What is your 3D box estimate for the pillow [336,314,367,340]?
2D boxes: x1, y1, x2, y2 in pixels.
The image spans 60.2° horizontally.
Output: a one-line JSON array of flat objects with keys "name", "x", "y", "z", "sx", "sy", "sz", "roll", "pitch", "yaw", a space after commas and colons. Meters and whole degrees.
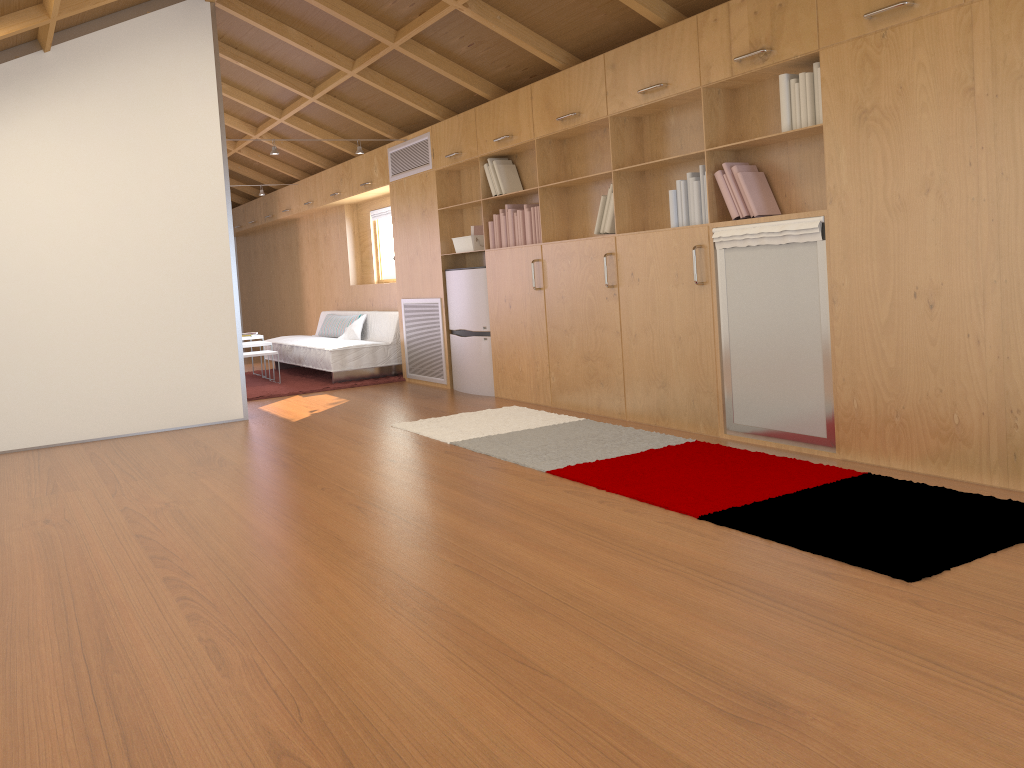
[{"name": "pillow", "x": -1.612, "y": -0.567, "z": 8.917, "sx": 0.345, "sy": 0.251, "sz": 0.269, "roll": -1, "pitch": 6, "yaw": 24}]

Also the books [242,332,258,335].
[{"name": "books", "x": -2.752, "y": -0.521, "z": 9.200, "sx": 0.193, "sy": 0.016, "sz": 0.153, "roll": -5, "pitch": 7, "yaw": -10}]

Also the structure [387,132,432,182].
[{"name": "structure", "x": -0.890, "y": -1.954, "z": 7.648, "sx": 0.013, "sy": 0.299, "sz": 0.905, "roll": -5, "pitch": 7, "yaw": -30}]

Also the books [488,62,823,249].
[{"name": "books", "x": 0.673, "y": -1.225, "z": 5.274, "sx": 0.189, "sy": 0.655, "sz": 3.115, "roll": -6, "pitch": 7, "yaw": -30}]

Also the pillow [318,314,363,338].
[{"name": "pillow", "x": -1.858, "y": -0.621, "z": 9.495, "sx": 0.172, "sy": 0.250, "sz": 1.044, "roll": -6, "pitch": 7, "yaw": -30}]

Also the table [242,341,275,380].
[{"name": "table", "x": -2.654, "y": -0.214, "z": 8.823, "sx": 0.426, "sy": 0.381, "sz": 0.459, "roll": -7, "pitch": 6, "yaw": -30}]

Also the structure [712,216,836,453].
[{"name": "structure", "x": 1.351, "y": -0.257, "z": 4.295, "sx": 0.317, "sy": 1.074, "sz": 0.726, "roll": -6, "pitch": 4, "yaw": -30}]

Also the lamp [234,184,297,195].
[{"name": "lamp", "x": -4.171, "y": -2.068, "z": 9.468, "sx": 3.843, "sy": 0.152, "sz": 0.072, "roll": -8, "pitch": 5, "yaw": -30}]

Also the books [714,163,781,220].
[{"name": "books", "x": 1.179, "y": -0.974, "z": 4.446, "sx": 0.176, "sy": 0.295, "sz": 0.280, "roll": -6, "pitch": 5, "yaw": -30}]

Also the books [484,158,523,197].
[{"name": "books", "x": -0.066, "y": -1.526, "z": 6.526, "sx": 0.176, "sy": 0.295, "sz": 0.280, "roll": -6, "pitch": 5, "yaw": -30}]

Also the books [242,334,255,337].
[{"name": "books", "x": -2.761, "y": -0.494, "z": 9.115, "sx": 0.193, "sy": 0.016, "sz": 0.153, "roll": -4, "pitch": 7, "yaw": 0}]

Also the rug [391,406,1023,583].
[{"name": "rug", "x": 0.559, "y": 0.354, "z": 4.269, "sx": 0.920, "sy": 0.011, "sz": 3.729, "roll": -8, "pitch": 8, "yaw": -29}]

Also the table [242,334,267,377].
[{"name": "table", "x": -2.888, "y": -0.276, "z": 9.220, "sx": 0.487, "sy": 0.436, "sz": 0.525, "roll": -7, "pitch": 6, "yaw": -30}]

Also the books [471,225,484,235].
[{"name": "books", "x": -0.247, "y": -1.138, "z": 6.885, "sx": 0.150, "sy": 0.191, "sz": 0.088, "roll": -6, "pitch": 4, "yaw": -30}]

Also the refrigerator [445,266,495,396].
[{"name": "refrigerator", "x": -0.271, "y": -0.431, "z": 7.007, "sx": 0.262, "sy": 0.983, "sz": 0.714, "roll": -6, "pitch": 5, "yaw": -30}]

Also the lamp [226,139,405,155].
[{"name": "lamp", "x": -2.566, "y": -1.828, "z": 6.708, "sx": 3.843, "sy": 0.152, "sz": 0.072, "roll": -8, "pitch": 5, "yaw": -30}]

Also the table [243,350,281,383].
[{"name": "table", "x": -2.450, "y": -0.147, "z": 8.478, "sx": 0.343, "sy": 0.307, "sz": 0.370, "roll": -7, "pitch": 6, "yaw": -30}]

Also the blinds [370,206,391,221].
[{"name": "blinds", "x": -1.153, "y": -1.764, "z": 8.938, "sx": 0.048, "sy": 0.110, "sz": 1.500, "roll": -6, "pitch": 7, "yaw": -30}]

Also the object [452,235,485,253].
[{"name": "object", "x": -0.309, "y": -1.105, "z": 6.992, "sx": 0.204, "sy": 0.122, "sz": 0.350, "roll": -7, "pitch": 7, "yaw": -30}]

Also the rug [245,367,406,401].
[{"name": "rug", "x": -2.179, "y": -0.044, "z": 8.864, "sx": 1.892, "sy": 0.020, "sz": 2.485, "roll": -8, "pitch": 8, "yaw": -30}]

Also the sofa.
[{"name": "sofa", "x": -1.863, "y": -0.417, "z": 9.171, "sx": 0.866, "sy": 0.625, "sz": 2.359, "roll": -7, "pitch": 8, "yaw": -30}]

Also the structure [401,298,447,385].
[{"name": "structure", "x": -0.773, "y": -0.385, "z": 7.700, "sx": 0.013, "sy": 0.718, "sz": 0.821, "roll": -5, "pitch": 5, "yaw": -30}]

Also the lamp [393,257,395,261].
[{"name": "lamp", "x": -1.019, "y": -0.660, "z": 8.313, "sx": 0.254, "sy": 1.192, "sz": 0.183, "roll": -2, "pitch": 3, "yaw": 36}]

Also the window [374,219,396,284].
[{"name": "window", "x": -1.087, "y": -1.433, "z": 8.979, "sx": 0.035, "sy": 0.786, "sz": 1.499, "roll": -5, "pitch": 6, "yaw": -30}]
